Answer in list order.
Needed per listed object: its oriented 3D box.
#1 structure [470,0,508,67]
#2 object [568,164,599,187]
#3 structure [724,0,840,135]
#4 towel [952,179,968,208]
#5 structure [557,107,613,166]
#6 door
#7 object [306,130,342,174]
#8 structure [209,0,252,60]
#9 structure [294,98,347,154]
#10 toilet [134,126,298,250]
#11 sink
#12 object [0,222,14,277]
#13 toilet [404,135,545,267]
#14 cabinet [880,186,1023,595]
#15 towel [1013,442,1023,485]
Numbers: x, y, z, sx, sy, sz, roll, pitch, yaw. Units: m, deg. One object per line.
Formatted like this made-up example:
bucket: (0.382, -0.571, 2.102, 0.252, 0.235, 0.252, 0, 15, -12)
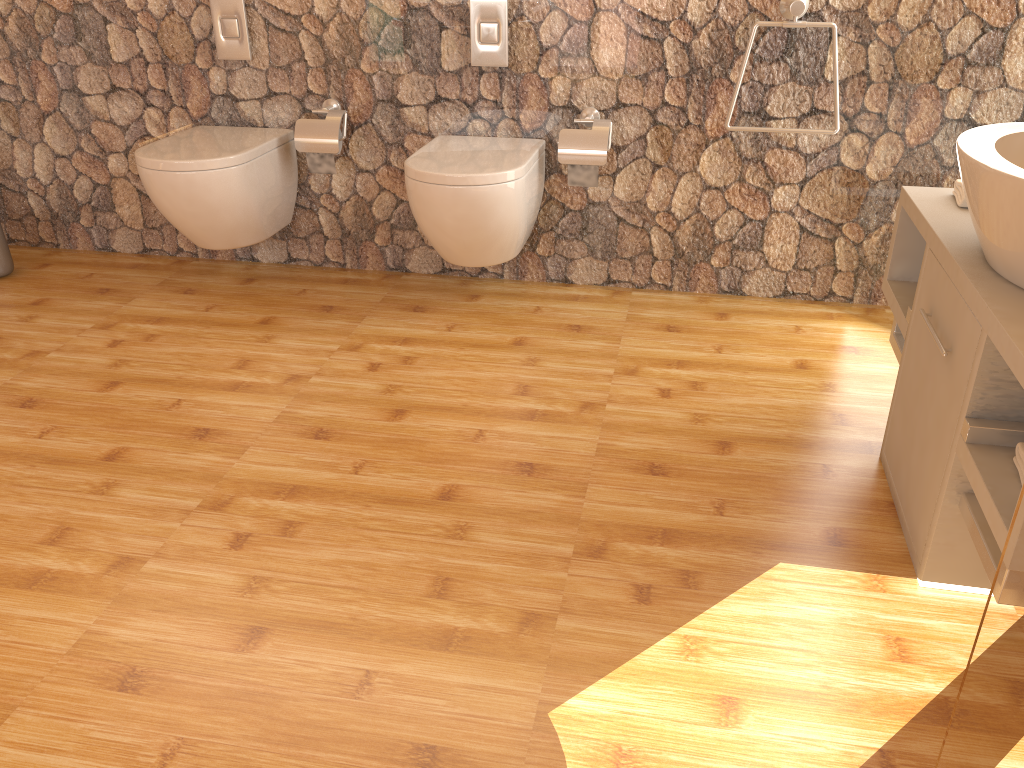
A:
structure: (-0.072, -1.104, 2.787, 0.120, 0.200, 0.010, 5, 28, 10)
object: (0.232, -0.708, 2.815, 0.098, 0.151, 0.090, 5, 28, 10)
structure: (0.811, -0.942, 2.600, 0.332, 0.387, 0.133, 5, 28, 10)
towel: (1.121, -0.426, 1.986, 0.225, 0.048, 0.140, 8, 28, 15)
structure: (0.230, -0.784, 2.803, 0.170, 0.151, 0.154, 5, 28, 10)
door: (0.650, -0.015, 0.099, 0.077, 2.147, 0.983, -20, 33, -33)
object: (-0.629, -0.787, 2.972, 0.098, 0.151, 0.090, 5, 28, 10)
structure: (-0.935, -1.182, 2.945, 0.120, 0.200, 0.010, 5, 28, 10)
structure: (-0.631, -0.862, 2.961, 0.170, 0.151, 0.154, 5, 28, 10)
toilet: (-0.984, -0.634, 2.955, 0.371, 0.337, 0.507, 5, 28, 10)
sink: (1.057, -0.386, 1.518, 0.533, 0.409, 0.634, 5, 28, 10)
object: (-2.103, -0.815, 2.837, 0.277, 1.123, 0.658, 17, 32, 30)
toilet: (-0.120, -0.555, 2.797, 0.371, 0.337, 0.507, 5, 28, 10)
cabinet: (1.066, 0.050, 1.743, 0.517, 0.570, 1.136, 5, 28, 10)
towel: (0.921, 0.146, 1.381, 0.225, 0.048, 0.140, 8, 28, 15)
